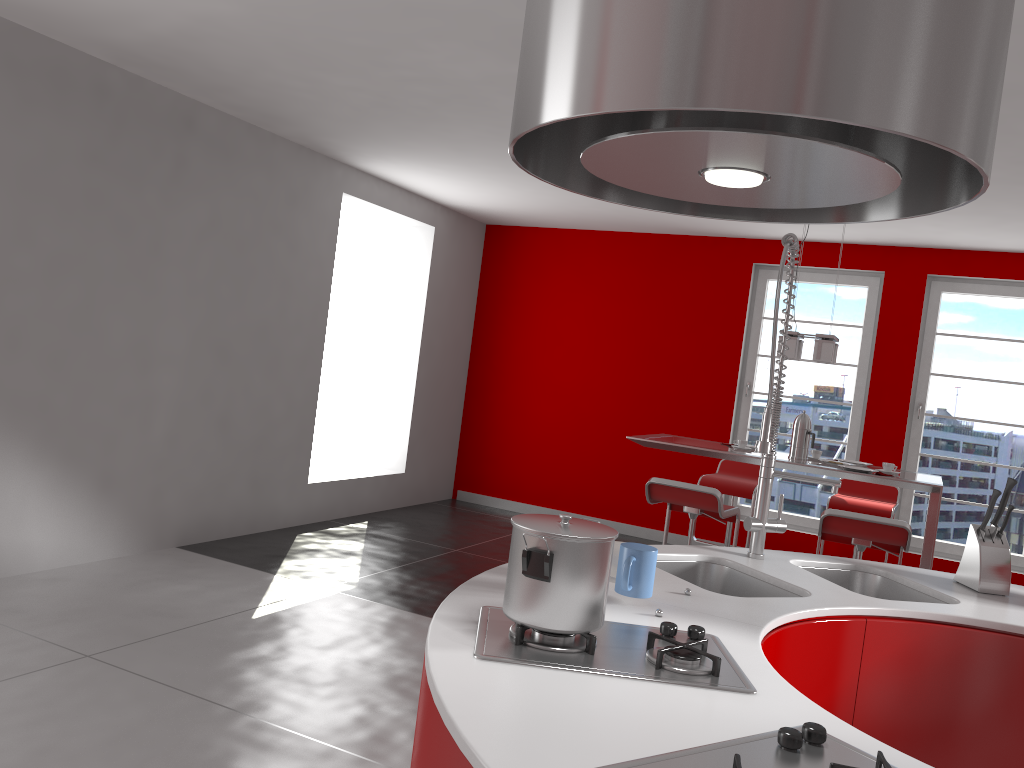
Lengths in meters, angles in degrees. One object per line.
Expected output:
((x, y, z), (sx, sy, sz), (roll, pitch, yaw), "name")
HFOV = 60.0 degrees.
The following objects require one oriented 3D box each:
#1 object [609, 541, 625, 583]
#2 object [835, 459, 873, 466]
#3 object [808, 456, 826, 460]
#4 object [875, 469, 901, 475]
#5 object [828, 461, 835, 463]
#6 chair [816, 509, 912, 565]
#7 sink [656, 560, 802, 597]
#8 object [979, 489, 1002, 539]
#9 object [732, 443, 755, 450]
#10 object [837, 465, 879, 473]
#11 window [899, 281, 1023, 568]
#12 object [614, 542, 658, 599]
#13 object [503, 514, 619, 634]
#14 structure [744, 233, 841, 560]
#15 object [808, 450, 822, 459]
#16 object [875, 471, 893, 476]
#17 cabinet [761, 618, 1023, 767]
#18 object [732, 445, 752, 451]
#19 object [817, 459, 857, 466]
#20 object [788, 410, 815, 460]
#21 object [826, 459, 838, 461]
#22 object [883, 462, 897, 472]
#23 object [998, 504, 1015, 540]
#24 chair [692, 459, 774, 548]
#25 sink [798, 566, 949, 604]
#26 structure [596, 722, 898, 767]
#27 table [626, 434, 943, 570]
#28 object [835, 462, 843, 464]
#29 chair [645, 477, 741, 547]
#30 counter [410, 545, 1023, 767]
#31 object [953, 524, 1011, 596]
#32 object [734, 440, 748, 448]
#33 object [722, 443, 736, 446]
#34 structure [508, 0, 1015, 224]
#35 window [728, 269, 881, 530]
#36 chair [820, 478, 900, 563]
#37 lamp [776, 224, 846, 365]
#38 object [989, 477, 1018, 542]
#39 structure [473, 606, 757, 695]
((0.236, 0.396, 1.991), (0.100, 0.080, 0.109), (7, 1, -5), "object")
((2.049, 0.474, 5.317), (0.217, 0.015, 0.217), (7, 1, 1), "object")
((1.815, 0.446, 5.299), (0.119, 0.016, 0.119), (8, 2, 23), "object")
((2.088, 0.489, 4.930), (0.119, 0.016, 0.119), (6, 2, -45), "object")
((1.830, 0.448, 5.079), (0.034, 0.006, 0.036), (6, 2, -41), "object")
((1.663, 1.035, 4.311), (0.418, 0.857, 0.460), (8, 2, 21), "chair")
((0.520, 0.593, 2.287), (0.326, 0.172, 0.428), (6, 2, -26), "sink")
((1.325, 0.429, 2.503), (0.012, 0.279, 0.130), (7, 1, -4), "object")
((1.494, 0.397, 5.574), (0.217, 0.015, 0.217), (6, 2, -41), "object")
((1.881, 0.465, 4.822), (0.217, 0.015, 0.217), (6, 2, -28), "object")
((3.503, 0.279, 6.611), (0.938, 2.038, 0.117), (8, 2, 25), "window")
((0.263, 0.394, 1.863), (0.080, 0.100, 0.109), (7, 1, -2), "object")
((0.083, 0.320, 1.549), (0.189, 0.185, 0.218), (7, 1, -13), "object")
((0.779, 0.050, 2.494), (0.308, 0.920, 0.178), (7, 2, -21), "structure")
((1.815, 0.421, 5.305), (0.062, 0.049, 0.078), (7, 2, -25), "object")
((2.002, 0.484, 4.758), (0.095, 0.012, 0.234), (8, 2, 25), "object")
((1.282, 1.007, 1.764), (1.875, 0.761, 1.025), (7, 2, -19), "cabinet")
((1.395, 0.390, 5.385), (0.119, 0.016, 0.119), (7, 1, 5), "object")
((1.862, 0.456, 5.084), (0.217, 0.015, 0.217), (6, 2, -27), "object")
((1.706, 0.297, 5.176), (0.149, 0.287, 0.113), (8, 2, 33), "object")
((1.925, 0.459, 5.379), (0.095, 0.012, 0.234), (8, 2, 24), "object")
((2.098, 0.467, 4.926), (0.078, 0.049, 0.062), (8, 2, 25), "object")
((1.379, 0.434, 2.505), (0.009, 0.197, 0.091), (7, 1, -4), "object")
((1.521, 0.970, 6.161), (0.418, 0.857, 0.460), (8, 2, 33), "chair")
((0.975, 0.646, 2.451), (0.326, 0.172, 0.428), (7, 1, -14), "sink")
((0.332, 0.475, 1.041), (0.457, 0.037, 0.303), (6, 2, -35), "structure")
((1.546, 0.923, 5.258), (1.700, 1.000, 0.800), (8, 2, 25), "table")
((1.876, 0.454, 5.087), (0.034, 0.006, 0.036), (6, 2, -28), "object")
((0.916, 0.931, 4.672), (0.418, 0.857, 0.460), (8, 2, 30), "chair")
((1.054, 1.007, 1.918), (2.865, 0.880, 1.868), (6, 2, -31), "counter")
((1.345, 0.492, 2.524), (0.091, 0.178, 0.137), (7, 1, -2), "object")
((1.393, 0.366, 5.390), (0.062, 0.049, 0.078), (6, 2, -42), "object")
((1.371, 0.382, 5.636), (0.095, 0.012, 0.234), (8, 2, 24), "object")
((0.374, -0.760, 1.247), (0.644, 0.958, 0.644), (7, 1, -8), "structure")
((2.338, 0.118, 7.165), (0.938, 2.038, 0.117), (8, 2, 25), "window")
((2.270, 1.073, 5.826), (0.418, 0.857, 0.460), (8, 2, 28), "chair")
((1.793, -0.644, 5.194), (0.304, 1.025, 0.304), (8, 2, 25), "lamp")
((1.355, 0.417, 2.495), (0.014, 0.322, 0.150), (7, 1, -4), "object")
((0.167, 0.442, 1.548), (0.457, 0.037, 0.303), (7, 1, 0), "structure")
